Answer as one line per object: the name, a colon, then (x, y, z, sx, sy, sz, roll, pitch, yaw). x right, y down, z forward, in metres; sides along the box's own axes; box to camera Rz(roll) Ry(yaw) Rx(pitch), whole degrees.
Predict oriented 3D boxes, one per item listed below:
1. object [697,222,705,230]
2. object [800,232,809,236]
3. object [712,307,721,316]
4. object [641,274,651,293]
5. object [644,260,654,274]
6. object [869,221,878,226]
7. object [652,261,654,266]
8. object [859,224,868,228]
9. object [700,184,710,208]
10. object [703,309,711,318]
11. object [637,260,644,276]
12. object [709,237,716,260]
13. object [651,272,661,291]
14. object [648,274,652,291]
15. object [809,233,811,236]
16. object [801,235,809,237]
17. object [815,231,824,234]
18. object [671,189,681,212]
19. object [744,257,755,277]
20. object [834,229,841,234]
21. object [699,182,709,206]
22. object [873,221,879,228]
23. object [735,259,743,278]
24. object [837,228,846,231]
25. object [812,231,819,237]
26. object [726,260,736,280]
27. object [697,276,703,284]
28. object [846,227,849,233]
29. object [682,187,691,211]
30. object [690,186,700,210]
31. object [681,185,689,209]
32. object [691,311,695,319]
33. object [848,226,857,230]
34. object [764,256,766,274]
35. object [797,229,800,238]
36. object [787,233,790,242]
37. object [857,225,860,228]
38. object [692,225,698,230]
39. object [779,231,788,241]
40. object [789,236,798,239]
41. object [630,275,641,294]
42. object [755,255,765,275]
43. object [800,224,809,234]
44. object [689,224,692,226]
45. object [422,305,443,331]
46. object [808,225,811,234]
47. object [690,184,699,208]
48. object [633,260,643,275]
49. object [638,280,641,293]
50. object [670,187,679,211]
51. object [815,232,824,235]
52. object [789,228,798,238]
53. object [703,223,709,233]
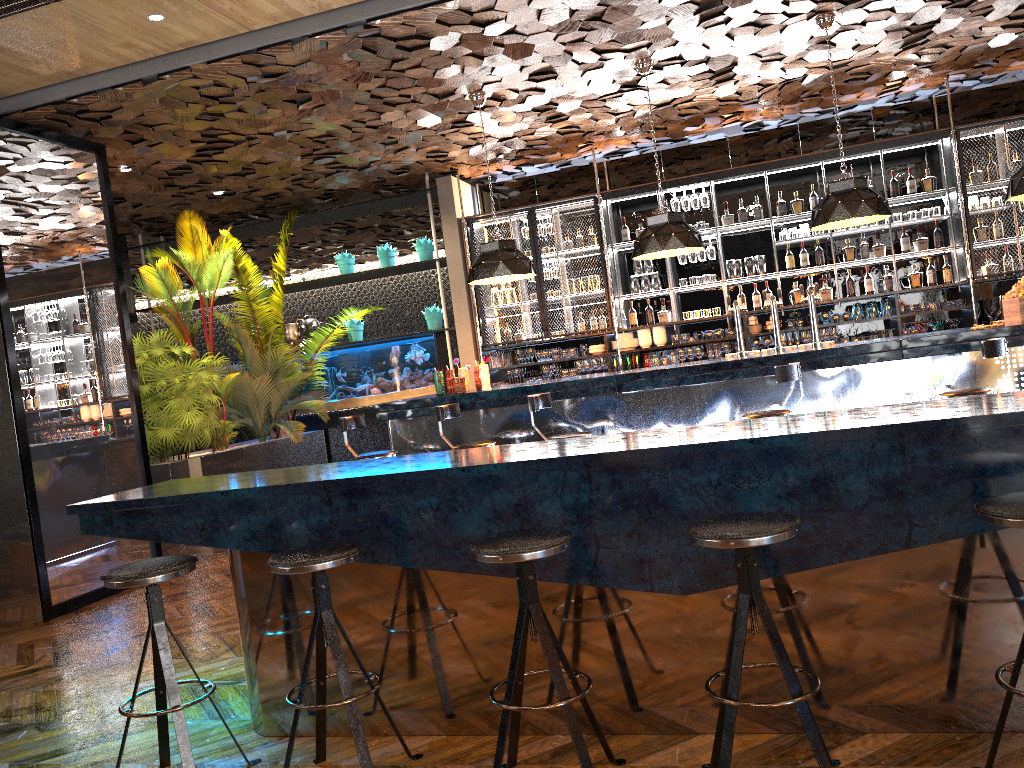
object: (2.039, -1.696, 9.556, 0.089, 0.092, 0.089, -8, 1, -15)
object: (3.067, -1.603, 9.305, 0.089, 0.092, 0.089, -7, 1, 6)
object: (2.215, -0.777, 9.594, 0.089, 0.092, 0.089, -7, 1, 27)
object: (1.481, -1.113, 9.822, 0.105, 0.209, 0.105, -8, 1, -28)
object: (1.508, -1.327, 9.810, 0.105, 0.209, 0.105, -8, 1, -28)
object: (3.711, -1.661, 9.105, 0.089, 0.092, 0.089, -8, 1, -29)
object: (1.530, -1.332, 9.898, 0.105, 0.209, 0.105, -8, 1, -28)
object: (3.607, -1.647, 9.100, 0.089, 0.092, 0.089, -8, 1, -20)
object: (2.101, -2.050, 9.671, 0.092, 0.244, 0.092, -8, 1, -23)
object: (2.132, -0.768, 9.685, 0.089, 0.092, 0.089, -7, 1, 27)
object: (1.421, -1.319, 9.943, 0.105, 0.209, 0.105, -8, 1, -28)
object: (2.176, -1.482, 9.683, 0.092, 0.244, 0.092, -8, 1, -23)
object: (1.587, -1.127, 9.777, 0.105, 0.209, 0.105, -8, 1, -28)
object: (1.504, -1.119, 9.929, 0.105, 0.209, 0.105, -8, 1, -28)
object: (3.128, -1.613, 9.437, 0.089, 0.092, 0.089, -6, 2, 42)
object: (3.070, -1.580, 9.306, 0.089, 0.092, 0.089, -7, 1, 6)
object: (3.197, -1.616, 9.236, 0.089, 0.092, 0.089, -7, 1, 7)
object: (1.804, -2.012, 9.761, 0.092, 0.244, 0.092, -8, 1, -23)
object: (2.543, -1.246, 9.476, 0.105, 0.209, 0.105, -8, 1, -28)
object: (3.430, -1.629, 9.337, 0.089, 0.092, 0.089, -8, 1, -32)
object: (2.055, -2.040, 9.513, 0.092, 0.244, 0.092, -8, 1, -23)
object: (3.773, -1.672, 9.231, 0.089, 0.092, 0.089, -8, 1, -9)
object: (2.446, -1.236, 9.597, 0.105, 0.209, 0.105, -8, 1, -28)
object: (3.406, -1.622, 9.173, 0.089, 0.092, 0.089, -8, 1, -12)
object: (3.216, -1.601, 9.377, 0.089, 0.092, 0.089, -7, 1, 6)
object: (2.353, -1.222, 9.505, 0.105, 0.209, 0.105, -8, 1, -28)
object: (2.074, -1.131, 9.732, 0.089, 0.092, 0.089, -9, 2, -42)
object: (3.528, -1.641, 9.314, 0.089, 0.092, 0.089, -8, 1, -34)
object: (1.909, -2.025, 9.729, 0.092, 0.244, 0.092, -8, 1, -23)
object: (2.003, -2.037, 9.701, 0.092, 0.244, 0.092, -8, 1, -23)
object: (1.862, -2.016, 9.571, 0.092, 0.244, 0.092, -8, 1, -23)
object: (2.032, -0.757, 9.804, 0.089, 0.092, 0.089, -8, 1, -12)
object: (3.514, -1.636, 9.154, 0.089, 0.092, 0.089, -8, 1, -20)
object: (2.681, -1.265, 9.522, 0.105, 0.209, 0.105, -8, 1, -28)
object: (3.022, -1.597, 9.443, 0.089, 0.092, 0.089, -6, 2, 42)
object: (2.924, -1.565, 9.487, 0.089, 0.092, 0.089, -8, 1, -12)
object: (3.627, -1.653, 9.244, 0.089, 0.092, 0.089, -7, 1, 16)
object: (1.998, -1.695, 9.748, 0.089, 0.092, 0.089, -7, 1, 27)
object: (2.856, -1.553, 9.337, 0.089, 0.092, 0.089, -6, 2, 42)
object: (2.950, -1.565, 9.302, 0.089, 0.092, 0.089, -8, 1, -12)
object: (1.368, -1.099, 9.855, 0.105, 0.209, 0.105, -8, 1, -28)
object: (2.639, -1.258, 9.422, 0.105, 0.209, 0.105, -8, 1, -28)
object: (3.064, -1.628, 9.305, 0.089, 0.092, 0.089, -7, 1, 12)
object: (1.917, -1.682, 9.645, 0.089, 0.092, 0.089, -8, 1, -15)
object: (-0.924, -0.781, 10.469, 0.265, 0.325, 0.245, -7, 1, 10)
object: (3.125, -1.639, 9.437, 0.089, 0.092, 0.089, -6, 2, 42)
object: (1.956, -2.028, 9.543, 0.092, 0.244, 0.092, -8, 1, -23)
object: (1.395, -1.313, 9.834, 0.105, 0.209, 0.105, -8, 1, -28)
object: (1.390, -1.105, 9.971, 0.105, 0.209, 0.105, -8, 1, -28)
object: (1.758, -2.003, 9.603, 0.092, 0.244, 0.092, -8, 1, -23)
object: (3.199, -1.596, 9.236, 0.089, 0.092, 0.089, -6, 2, 42)
object: (2.947, -1.585, 9.302, 0.089, 0.092, 0.089, -8, 1, -32)
object: (2.120, -1.710, 9.724, 0.089, 0.092, 0.089, -8, 1, -15)
